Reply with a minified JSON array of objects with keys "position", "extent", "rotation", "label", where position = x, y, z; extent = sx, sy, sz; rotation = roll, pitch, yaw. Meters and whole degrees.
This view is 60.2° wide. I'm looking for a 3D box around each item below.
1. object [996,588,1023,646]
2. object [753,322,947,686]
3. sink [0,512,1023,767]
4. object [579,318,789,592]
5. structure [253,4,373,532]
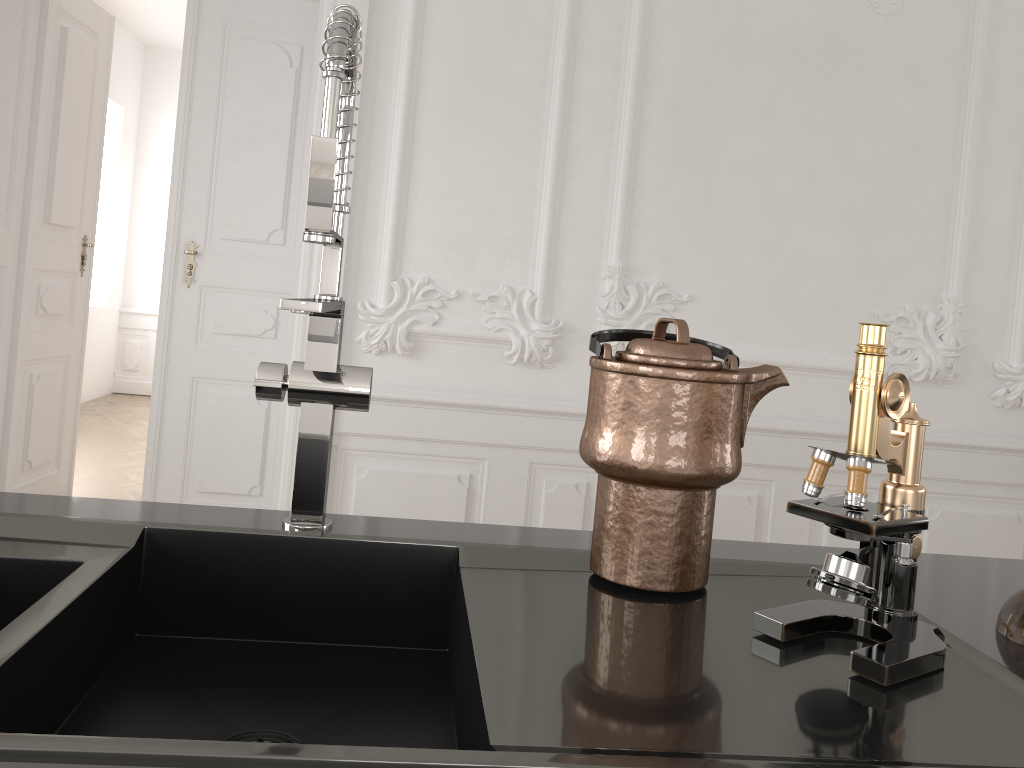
[{"position":[0.544,0.187,0.867],"extent":[0.111,0.131,0.111],"rotation":[5,2,-1],"label":"object"},{"position":[0.333,0.092,0.805],"extent":[0.169,0.291,0.132],"rotation":[4,2,-37],"label":"object"},{"position":[-0.157,0.263,0.754],"extent":[1.164,0.140,0.487],"rotation":[5,5,-7],"label":"sink"},{"position":[0.171,0.069,0.965],"extent":[0.209,0.279,0.186],"rotation":[7,2,34],"label":"object"},{"position":[-0.206,-0.112,0.919],"extent":[0.130,0.581,0.280],"rotation":[5,1,-7],"label":"structure"}]
